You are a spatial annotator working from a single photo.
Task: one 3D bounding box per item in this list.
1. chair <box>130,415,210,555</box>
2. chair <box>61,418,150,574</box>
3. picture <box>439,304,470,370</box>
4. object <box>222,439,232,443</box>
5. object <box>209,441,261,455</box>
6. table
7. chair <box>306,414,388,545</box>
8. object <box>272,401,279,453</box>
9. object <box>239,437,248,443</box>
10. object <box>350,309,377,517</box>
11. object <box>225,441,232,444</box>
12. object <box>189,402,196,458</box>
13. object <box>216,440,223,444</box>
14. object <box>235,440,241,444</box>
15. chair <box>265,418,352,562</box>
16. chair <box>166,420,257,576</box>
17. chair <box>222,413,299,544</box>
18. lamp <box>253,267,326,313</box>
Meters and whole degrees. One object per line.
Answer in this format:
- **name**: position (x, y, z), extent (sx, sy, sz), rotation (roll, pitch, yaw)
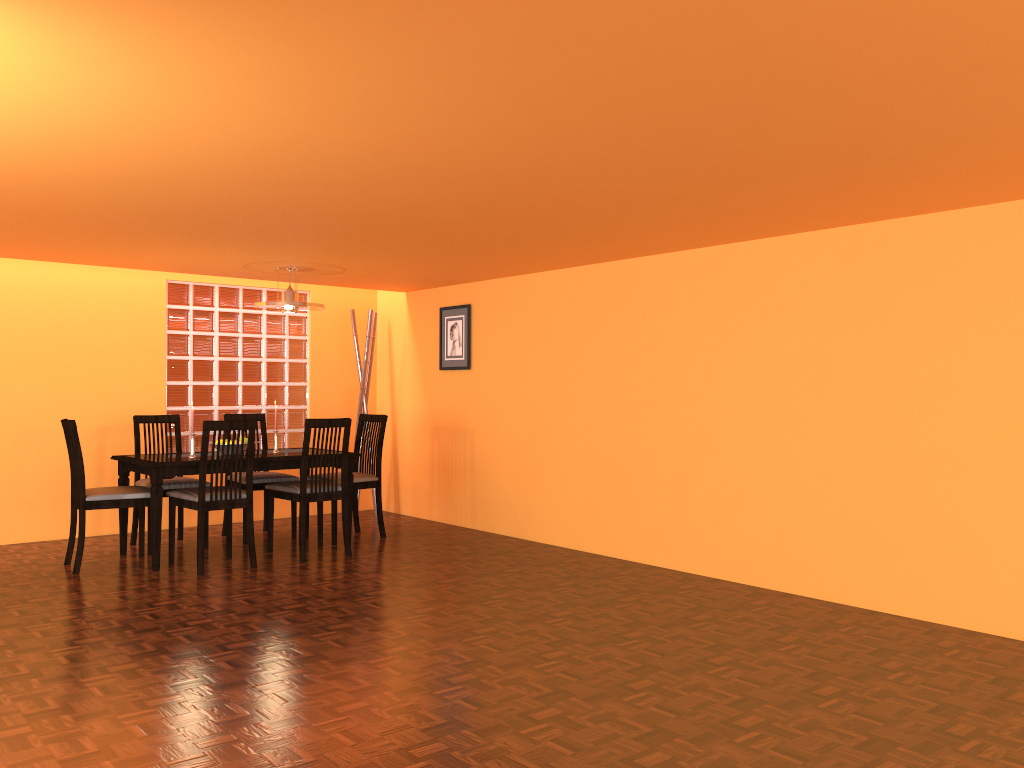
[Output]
- **chair**: position (-2.108, 0.598, 5.427), extent (0.373, 0.809, 0.465), rotation (1, -1, -40)
- **chair**: position (-2.203, 0.593, 4.848), extent (0.465, 0.809, 0.373), rotation (0, 0, -35)
- **picture**: position (-0.408, -0.328, 6.308), extent (0.014, 0.456, 0.361), rotation (1, -1, -40)
- **object**: position (-1.707, 0.368, 5.279), extent (0.087, 0.076, 0.089), rotation (0, 0, -33)
- **object**: position (-1.667, 0.383, 5.273), extent (0.337, 0.072, 0.337), rotation (0, 0, 17)
- **table**: position (-1.628, 0.711, 5.287), extent (1.259, 0.584, 0.697), rotation (1, -1, -40)
- **chair**: position (-1.072, 0.604, 5.775), extent (0.465, 0.809, 0.373), rotation (1, -1, -45)
- **object**: position (-1.452, 0.258, 5.455), extent (0.044, 0.326, 0.044), rotation (0, 0, 39)
- **object**: position (-1.613, 0.348, 5.322), extent (0.069, 0.066, 0.069), rotation (0, 0, -30)
- **object**: position (-1.122, 0.224, 6.770), extent (0.226, 1.589, 0.308), rotation (0, 0, -18)
- **object**: position (-1.657, 0.359, 5.197), extent (0.055, 0.046, 0.046), rotation (0, 0, 13)
- **object**: position (-1.816, 0.254, 5.044), extent (0.044, 0.326, 0.044), rotation (0, 0, 39)
- **object**: position (-1.706, 0.348, 5.186), extent (0.046, 0.046, 0.055), rotation (0, 0, 33)
- **object**: position (-1.615, 0.361, 5.242), extent (0.055, 0.070, 0.066), rotation (0, 0, 32)
- **chair**: position (-1.176, 0.600, 5.204), extent (0.373, 0.809, 0.465), rotation (1, -1, -40)
- **chair**: position (-1.620, 0.596, 4.836), extent (0.373, 0.809, 0.465), rotation (1, -1, -40)
- **chair**: position (-1.664, 0.602, 5.795), extent (0.373, 0.809, 0.465), rotation (1, -1, -40)
- **lamp**: position (-1.378, -0.580, 5.500), extent (0.435, 0.274, 0.435), rotation (0, 0, -17)
